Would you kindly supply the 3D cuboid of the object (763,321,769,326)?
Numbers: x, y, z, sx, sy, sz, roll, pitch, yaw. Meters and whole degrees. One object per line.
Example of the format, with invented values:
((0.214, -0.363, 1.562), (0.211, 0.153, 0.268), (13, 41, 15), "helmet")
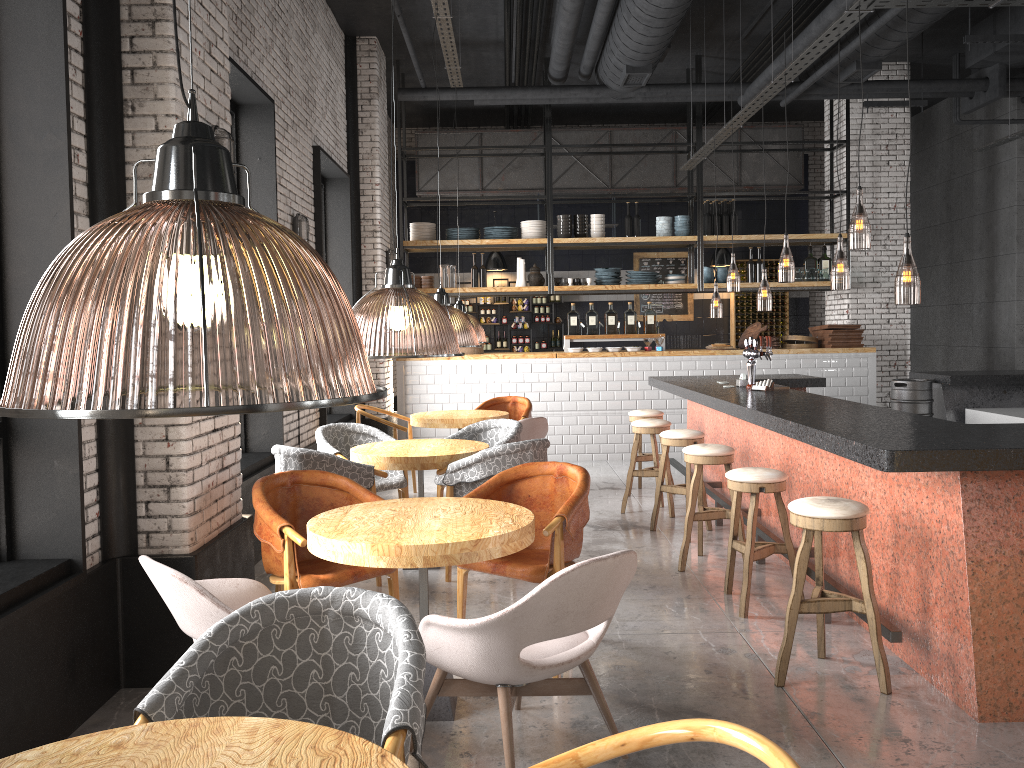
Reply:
((4.128, -0.984, 14.405), (0.079, 0.079, 0.281), (-1, 3, 0), "object")

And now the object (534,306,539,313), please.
((0.403, -1.209, 14.457), (0.076, 0.111, 0.076), (0, 3, 25), "object")

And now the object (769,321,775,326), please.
((4.223, -0.985, 14.390), (0.079, 0.079, 0.281), (-1, 3, 0), "object")

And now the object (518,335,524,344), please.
((0.147, -0.724, 14.497), (0.100, 0.139, 0.088), (-1, 2, 1), "object")

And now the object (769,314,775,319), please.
((4.221, -1.090, 14.387), (0.079, 0.079, 0.284), (-1, 3, 0), "object")

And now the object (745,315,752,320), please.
((3.843, -1.083, 14.376), (0.079, 0.079, 0.284), (-1, 3, 0), "object")

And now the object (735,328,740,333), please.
((3.658, -0.869, 14.382), (0.079, 0.079, 0.281), (-1, 3, 0), "object")

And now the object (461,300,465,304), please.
((-0.804, -1.328, 14.446), (0.071, 0.083, 0.071), (-1, 3, -10), "object")

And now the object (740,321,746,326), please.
((3.751, -0.975, 14.369), (0.079, 0.079, 0.281), (-1, 3, 0), "object")

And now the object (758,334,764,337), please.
((4.038, -0.772, 14.397), (0.079, 0.079, 0.281), (-1, 3, 0), "object")

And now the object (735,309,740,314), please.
((3.652, -1.185, 14.380), (0.079, 0.079, 0.284), (-1, 3, 0), "object")

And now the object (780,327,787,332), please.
((4.413, -0.884, 14.410), (0.079, 0.079, 0.281), (-1, 3, 0), "object")

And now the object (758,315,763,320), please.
((4.032, -1.086, 14.386), (0.079, 0.079, 0.284), (-1, 3, 0), "object")

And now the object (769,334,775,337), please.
((4.226, -0.776, 14.413), (0.079, 0.079, 0.281), (-1, 3, 0), "object")

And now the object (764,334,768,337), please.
((4.132, -0.774, 14.412), (0.079, 0.079, 0.281), (-1, 3, 0), "object")

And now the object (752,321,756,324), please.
((3.939, -0.981, 14.408), (0.079, 0.079, 0.281), (-1, 3, 0), "object")

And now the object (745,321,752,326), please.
((3.845, -0.978, 14.388), (0.079, 0.079, 0.281), (-1, 3, 0), "object")

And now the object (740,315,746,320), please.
((3.749, -1.081, 14.385), (0.079, 0.079, 0.284), (-1, 3, 0), "object")

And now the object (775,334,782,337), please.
((4.321, -0.775, 14.379), (0.079, 0.079, 0.281), (-1, 3, 0), "object")

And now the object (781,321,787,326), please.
((4.411, -0.988, 14.390), (0.079, 0.079, 0.281), (-1, 3, 0), "object")

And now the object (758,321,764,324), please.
((4.034, -0.981, 14.389), (0.079, 0.079, 0.281), (-1, 3, 0), "object")

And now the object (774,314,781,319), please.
((4.315, -1.092, 14.402), (0.079, 0.079, 0.284), (-1, 3, 0), "object")

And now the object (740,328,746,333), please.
((3.752, -0.870, 14.368), (0.079, 0.079, 0.281), (-1, 3, 0), "object")

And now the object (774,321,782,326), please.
((4.317, -0.985, 14.367), (0.079, 0.079, 0.281), (-1, 3, 0), "object")

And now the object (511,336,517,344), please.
((0.039, -0.722, 14.496), (0.100, 0.139, 0.088), (-1, 2, 1), "object")

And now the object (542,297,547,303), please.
((0.532, -1.368, 14.453), (0.076, 0.111, 0.076), (-1, 3, -5), "object")

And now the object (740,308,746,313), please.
((3.747, -1.187, 14.401), (0.079, 0.079, 0.284), (-1, 3, 0), "object")

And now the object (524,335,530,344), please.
((0.250, -0.726, 14.497), (0.100, 0.139, 0.088), (-1, 2, 1), "object")

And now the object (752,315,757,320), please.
((3.938, -1.085, 14.386), (0.079, 0.079, 0.284), (-1, 3, 0), "object")

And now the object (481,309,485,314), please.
((-0.474, -1.179, 14.453), (0.071, 0.083, 0.071), (0, 3, 25), "object")

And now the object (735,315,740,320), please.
((3.654, -1.078, 14.361), (0.079, 0.079, 0.284), (-1, 3, 0), "object")

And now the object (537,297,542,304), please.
((0.449, -1.366, 14.451), (0.076, 0.111, 0.076), (0, 3, 20), "object")

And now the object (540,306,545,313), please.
((0.492, -1.210, 14.457), (0.076, 0.111, 0.076), (-2, 3, -25), "object")

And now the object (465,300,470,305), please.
((-0.722, -1.329, 14.446), (0.071, 0.083, 0.071), (0, 3, 25), "object")

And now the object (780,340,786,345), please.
((4.417, -0.673, 14.393), (0.079, 0.079, 0.281), (-1, 3, 0), "object")

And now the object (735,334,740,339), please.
((3.660, -0.765, 14.395), (0.079, 0.079, 0.281), (-1, 3, 0), "object")

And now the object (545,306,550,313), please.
((0.582, -1.212, 14.458), (0.076, 0.111, 0.076), (-3, 3, -35), "object")

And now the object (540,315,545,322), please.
((0.504, -1.066, 14.483), (0.081, 0.113, 0.071), (-1, 2, -1), "object")

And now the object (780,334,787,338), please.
((4.415, -0.778, 14.398), (0.079, 0.079, 0.281), (-1, 3, 0), "object")

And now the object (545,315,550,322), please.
((0.587, -1.068, 14.484), (0.081, 0.113, 0.071), (-1, 2, -1), "object")

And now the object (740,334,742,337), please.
((3.754, -0.768, 14.415), (0.079, 0.079, 0.281), (-1, 3, 0), "object")

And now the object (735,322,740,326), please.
((3.656, -0.976, 14.403), (0.079, 0.079, 0.281), (-1, 3, 0), "object")

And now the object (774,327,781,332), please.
((4.319, -0.882, 14.409), (0.079, 0.079, 0.281), (-1, 3, 0), "object")

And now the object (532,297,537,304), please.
((0.367, -1.365, 14.451), (0.076, 0.111, 0.076), (-1, 3, 10), "object")

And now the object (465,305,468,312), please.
((-0.757, -1.232, 14.450), (0.076, 0.111, 0.076), (0, 3, 20), "object")

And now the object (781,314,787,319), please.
((4.410, -1.092, 14.368), (0.079, 0.079, 0.284), (-1, 3, 0), "object")

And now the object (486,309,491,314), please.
((-0.380, -1.181, 14.454), (0.071, 0.083, 0.071), (-1, 3, -10), "object")

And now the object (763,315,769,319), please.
((4.126, -1.089, 14.406), (0.079, 0.079, 0.284), (-1, 3, 0), "object")

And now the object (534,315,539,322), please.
((0.406, -1.065, 14.483), (0.081, 0.113, 0.071), (-1, 2, -1), "object")

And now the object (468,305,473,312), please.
((-0.674, -1.233, 14.452), (0.076, 0.111, 0.076), (-1, 3, -5), "object")

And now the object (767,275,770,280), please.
((4.115, -1.717, 14.340), (0.079, 0.079, 0.284), (-1, 3, 0), "object")

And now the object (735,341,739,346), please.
((3.662, -0.661, 14.415), (0.079, 0.079, 0.281), (-1, 3, 0), "object")

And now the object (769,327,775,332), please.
((4.225, -0.881, 14.413), (0.079, 0.079, 0.281), (-1, 3, 0), "object")

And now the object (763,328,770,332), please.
((4.130, -0.878, 14.393), (0.079, 0.079, 0.281), (-1, 3, 0), "object")
